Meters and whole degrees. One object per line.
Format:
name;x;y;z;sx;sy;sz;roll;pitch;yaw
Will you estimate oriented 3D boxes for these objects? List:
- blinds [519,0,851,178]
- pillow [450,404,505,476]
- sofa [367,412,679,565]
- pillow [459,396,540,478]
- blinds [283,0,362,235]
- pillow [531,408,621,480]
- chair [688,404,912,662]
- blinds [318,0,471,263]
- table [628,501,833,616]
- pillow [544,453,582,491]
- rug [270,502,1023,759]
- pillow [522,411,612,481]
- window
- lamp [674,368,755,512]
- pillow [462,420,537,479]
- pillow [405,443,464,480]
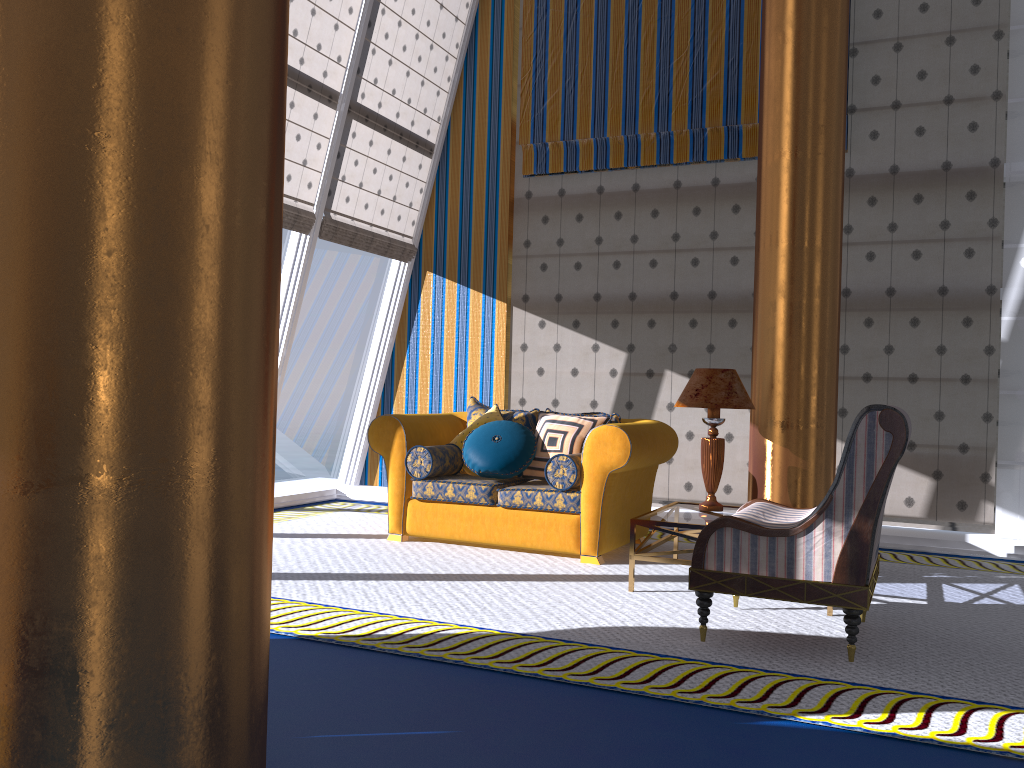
blinds;1.321;-3.243;7.110;2.639;2.990;0.153;2;0;24
pillow;-0.142;0.378;5.957;0.605;0.491;0.234;1;0;29
sofa;0.070;0.632;5.896;1.832;0.854;1.020;1;-1;26
pillow;-0.121;0.426;6.118;0.595;0.672;0.358;1;0;32
blinds;-1.394;-2.834;5.969;0.867;3.394;1.376;2;0;24
pillow;0.418;0.470;5.887;0.608;0.610;0.343;1;0;29
chair;1.226;0.560;3.703;0.778;0.966;0.800;2;0;25
blinds;-0.769;-2.798;7.328;0.867;3.394;1.376;2;0;24
table;1.221;0.884;4.673;0.967;0.369;0.914;1;-1;24
pillow;0.376;0.525;5.385;0.213;0.219;0.376;1;-1;29
rug;0.576;1.053;4.828;6.207;0.011;3.622;1;-1;24
pillow;0.343;0.408;5.700;0.517;0.456;0.330;2;0;24
window;-3.916;-2.057;1.247;1.606;5.855;15.591;2;-1;25
lamp;1.119;0.308;4.927;0.445;0.783;0.448;2;0;9
pillow;-0.081;0.417;5.666;0.463;0.367;0.388;2;0;-15
pillow;-0.505;0.504;5.812;0.213;0.219;0.381;1;-1;29
